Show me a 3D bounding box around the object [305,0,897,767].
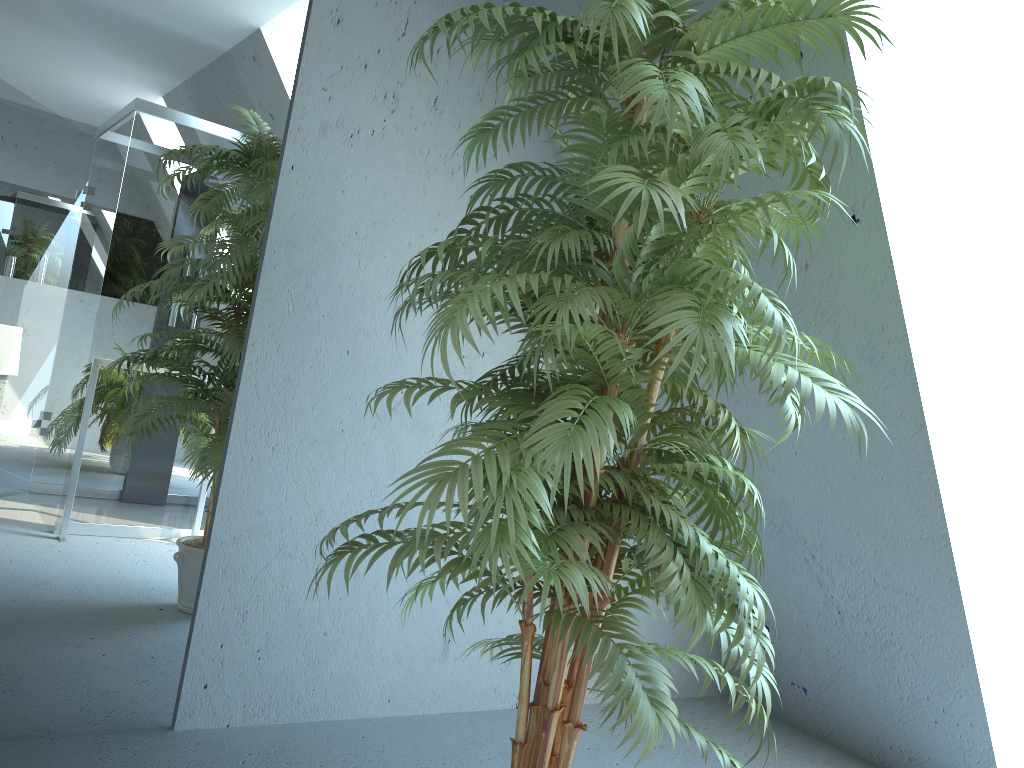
[{"bbox_3d":[0.186,0.081,1.742,0.980,2.034,1.020,10,-1,14],"label":"object"}]
